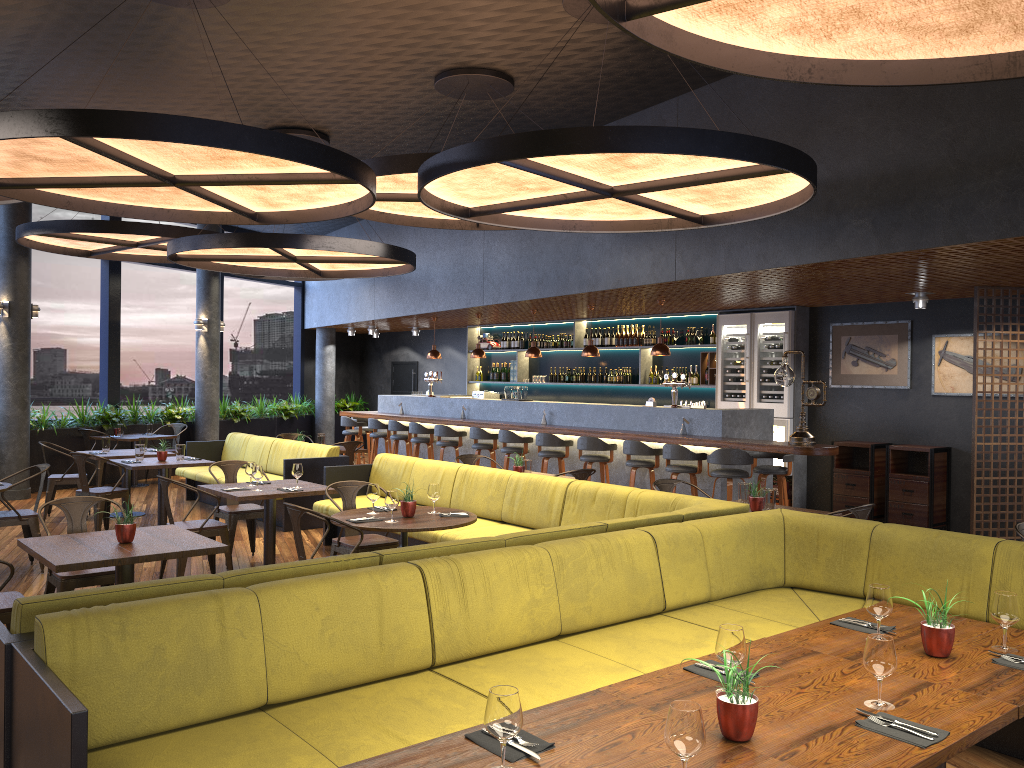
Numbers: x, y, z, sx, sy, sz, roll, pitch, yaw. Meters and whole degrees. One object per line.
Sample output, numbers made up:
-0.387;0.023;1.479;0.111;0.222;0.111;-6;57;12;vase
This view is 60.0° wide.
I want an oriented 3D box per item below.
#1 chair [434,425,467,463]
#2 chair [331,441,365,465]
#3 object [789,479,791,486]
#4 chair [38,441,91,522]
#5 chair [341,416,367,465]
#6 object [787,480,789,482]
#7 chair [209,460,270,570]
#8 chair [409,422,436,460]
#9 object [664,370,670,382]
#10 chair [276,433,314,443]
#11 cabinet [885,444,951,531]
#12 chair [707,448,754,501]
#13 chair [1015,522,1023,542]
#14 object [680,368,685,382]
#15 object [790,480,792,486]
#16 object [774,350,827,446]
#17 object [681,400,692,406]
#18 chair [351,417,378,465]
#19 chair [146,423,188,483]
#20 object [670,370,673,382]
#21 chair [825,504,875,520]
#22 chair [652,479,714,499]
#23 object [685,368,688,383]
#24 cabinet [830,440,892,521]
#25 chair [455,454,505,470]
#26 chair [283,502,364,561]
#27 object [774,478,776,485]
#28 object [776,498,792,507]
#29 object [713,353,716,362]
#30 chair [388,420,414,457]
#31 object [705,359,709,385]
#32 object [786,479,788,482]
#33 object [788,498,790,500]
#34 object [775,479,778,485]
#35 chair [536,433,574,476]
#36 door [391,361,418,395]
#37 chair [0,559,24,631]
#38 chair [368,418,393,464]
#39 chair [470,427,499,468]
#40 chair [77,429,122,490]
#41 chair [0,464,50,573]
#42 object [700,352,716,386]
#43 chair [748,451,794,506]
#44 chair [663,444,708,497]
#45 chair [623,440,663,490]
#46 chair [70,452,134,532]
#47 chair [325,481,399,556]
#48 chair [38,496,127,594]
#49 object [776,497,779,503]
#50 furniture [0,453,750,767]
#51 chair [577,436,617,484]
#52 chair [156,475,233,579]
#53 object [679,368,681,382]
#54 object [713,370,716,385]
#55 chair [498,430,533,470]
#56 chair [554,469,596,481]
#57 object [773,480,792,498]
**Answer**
-0.910;1.106;12.826;0.438;1.048;0.483;1;0;-20;chair
-2.159;1.165;11.244;0.504;0.917;0.541;0;1;-39;chair
3.657;1.349;11.655;0.056;0.205;0.057;1;0;0;object
-5.275;1.130;10.448;0.541;0.917;0.504;1;0;-21;chair
-2.672;1.068;15.042;0.483;1.048;0.438;1;0;22;chair
3.584;1.349;11.518;0.057;0.205;0.056;0;0;-35;object
-2.510;1.181;8.175;0.504;0.917;0.541;0;1;-39;chair
-1.343;1.096;13.412;0.438;1.048;0.483;1;0;-11;chair
2.286;-0.099;13.067;0.088;0.224;0.088;1;0;20;object
-2.966;1.148;12.216;0.504;0.917;0.541;0;1;-39;chair
4.646;1.218;10.176;0.473;1.007;0.553;0;1;-40;cabinet
2.232;1.171;9.156;0.483;1.048;0.438;1;1;42;chair
3.150;1.276;5.009;0.504;0.917;0.541;0;1;-39;chair
2.481;-0.110;12.892;0.063;0.254;0.063;1;0;13;object
3.644;1.349;11.564;0.056;0.205;0.056;0;0;-39;object
2.876;0.133;8.853;0.566;0.944;0.263;1;1;43;object
2.582;0.485;12.848;0.204;0.492;0.310;0;1;-40;object
-2.664;1.061;16.030;0.483;1.048;0.438;1;0;-11;chair
-5.500;1.101;14.201;0.504;0.917;0.541;1;0;15;chair
2.380;-0.099;13.125;0.088;0.224;0.088;1;1;45;object
2.199;1.256;6.118;0.504;0.917;0.541;0;1;-39;chair
1.402;1.240;7.077;0.504;0.917;0.541;0;1;-39;chair
2.540;-0.110;12.952;0.063;0.254;0.063;1;0;-32;object
4.202;1.209;10.711;0.473;1.007;0.553;0;1;-40;cabinet
-0.310;1.203;9.162;0.504;0.917;0.541;0;1;-39;chair
-1.207;1.214;5.770;0.541;0.917;0.504;0;1;-39;chair
3.463;1.347;11.676;0.057;0.205;0.056;1;0;15;object
3.503;1.592;11.665;0.416;0.206;0.277;1;1;43;object
2.876;-0.325;12.441;0.097;0.206;0.097;1;0;0;object
-1.721;1.087;13.986;0.483;1.048;0.438;1;0;22;chair
2.780;-0.170;12.553;0.091;0.369;0.092;1;0;19;object
3.599;1.348;11.613;0.056;0.205;0.056;1;0;26;object
3.597;1.575;11.523;0.057;0.205;0.056;0;1;-45;object
3.456;1.347;11.584;0.056;0.205;0.056;1;0;-9;object
0.534;1.135;11.246;0.483;1.048;0.438;1;0;11;chair
-2.287;0.544;18.916;0.137;2.056;1.012;0;1;-40;door
-2.816;1.201;4.654;0.541;0.917;0.504;0;1;-39;chair
-2.112;1.079;14.437;0.483;1.048;0.438;1;0;22;chair
-0.361;1.116;12.347;0.483;1.048;0.438;1;0;22;chair
-6.050;1.102;12.990;0.504;0.917;0.541;1;0;25;chair
-4.295;1.161;7.653;0.541;0.917;0.504;0;1;-39;chair
2.825;-0.215;12.496;0.161;0.475;0.300;0;1;-40;object
2.785;1.176;9.566;0.483;1.048;0.438;1;0;22;chair
1.848;1.163;9.602;0.438;1.048;0.483;1;0;-11;chair
1.502;1.155;10.123;0.483;1.048;0.438;1;0;22;chair
-4.297;1.151;9.235;0.504;0.917;0.541;1;0;28;chair
-1.119;1.210;6.649;0.504;0.917;0.541;0;1;-39;chair
-2.694;1.196;5.597;0.504;0.917;0.541;0;1;-39;chair
3.460;1.572;11.567;0.056;0.205;0.056;1;0;-19;object
-0.476;1.231;5.236;4.895;0.914;7.462;0;1;-45;furniture
1.001;1.145;10.717;0.438;1.048;0.483;1;0;-25;chair
-2.593;1.187;7.197;0.541;0.917;0.504;0;1;-39;chair
2.479;-0.112;13.066;0.063;0.254;0.063;1;0;13;object
2.873;-0.091;12.442;0.097;0.206;0.097;1;0;0;object
0.033;1.125;11.786;0.438;1.048;0.483;1;0;-11;chair
0.485;1.220;8.204;0.504;0.917;0.541;0;1;-39;chair
3.515;1.367;11.674;0.277;0.206;0.416;0;0;-37;object
